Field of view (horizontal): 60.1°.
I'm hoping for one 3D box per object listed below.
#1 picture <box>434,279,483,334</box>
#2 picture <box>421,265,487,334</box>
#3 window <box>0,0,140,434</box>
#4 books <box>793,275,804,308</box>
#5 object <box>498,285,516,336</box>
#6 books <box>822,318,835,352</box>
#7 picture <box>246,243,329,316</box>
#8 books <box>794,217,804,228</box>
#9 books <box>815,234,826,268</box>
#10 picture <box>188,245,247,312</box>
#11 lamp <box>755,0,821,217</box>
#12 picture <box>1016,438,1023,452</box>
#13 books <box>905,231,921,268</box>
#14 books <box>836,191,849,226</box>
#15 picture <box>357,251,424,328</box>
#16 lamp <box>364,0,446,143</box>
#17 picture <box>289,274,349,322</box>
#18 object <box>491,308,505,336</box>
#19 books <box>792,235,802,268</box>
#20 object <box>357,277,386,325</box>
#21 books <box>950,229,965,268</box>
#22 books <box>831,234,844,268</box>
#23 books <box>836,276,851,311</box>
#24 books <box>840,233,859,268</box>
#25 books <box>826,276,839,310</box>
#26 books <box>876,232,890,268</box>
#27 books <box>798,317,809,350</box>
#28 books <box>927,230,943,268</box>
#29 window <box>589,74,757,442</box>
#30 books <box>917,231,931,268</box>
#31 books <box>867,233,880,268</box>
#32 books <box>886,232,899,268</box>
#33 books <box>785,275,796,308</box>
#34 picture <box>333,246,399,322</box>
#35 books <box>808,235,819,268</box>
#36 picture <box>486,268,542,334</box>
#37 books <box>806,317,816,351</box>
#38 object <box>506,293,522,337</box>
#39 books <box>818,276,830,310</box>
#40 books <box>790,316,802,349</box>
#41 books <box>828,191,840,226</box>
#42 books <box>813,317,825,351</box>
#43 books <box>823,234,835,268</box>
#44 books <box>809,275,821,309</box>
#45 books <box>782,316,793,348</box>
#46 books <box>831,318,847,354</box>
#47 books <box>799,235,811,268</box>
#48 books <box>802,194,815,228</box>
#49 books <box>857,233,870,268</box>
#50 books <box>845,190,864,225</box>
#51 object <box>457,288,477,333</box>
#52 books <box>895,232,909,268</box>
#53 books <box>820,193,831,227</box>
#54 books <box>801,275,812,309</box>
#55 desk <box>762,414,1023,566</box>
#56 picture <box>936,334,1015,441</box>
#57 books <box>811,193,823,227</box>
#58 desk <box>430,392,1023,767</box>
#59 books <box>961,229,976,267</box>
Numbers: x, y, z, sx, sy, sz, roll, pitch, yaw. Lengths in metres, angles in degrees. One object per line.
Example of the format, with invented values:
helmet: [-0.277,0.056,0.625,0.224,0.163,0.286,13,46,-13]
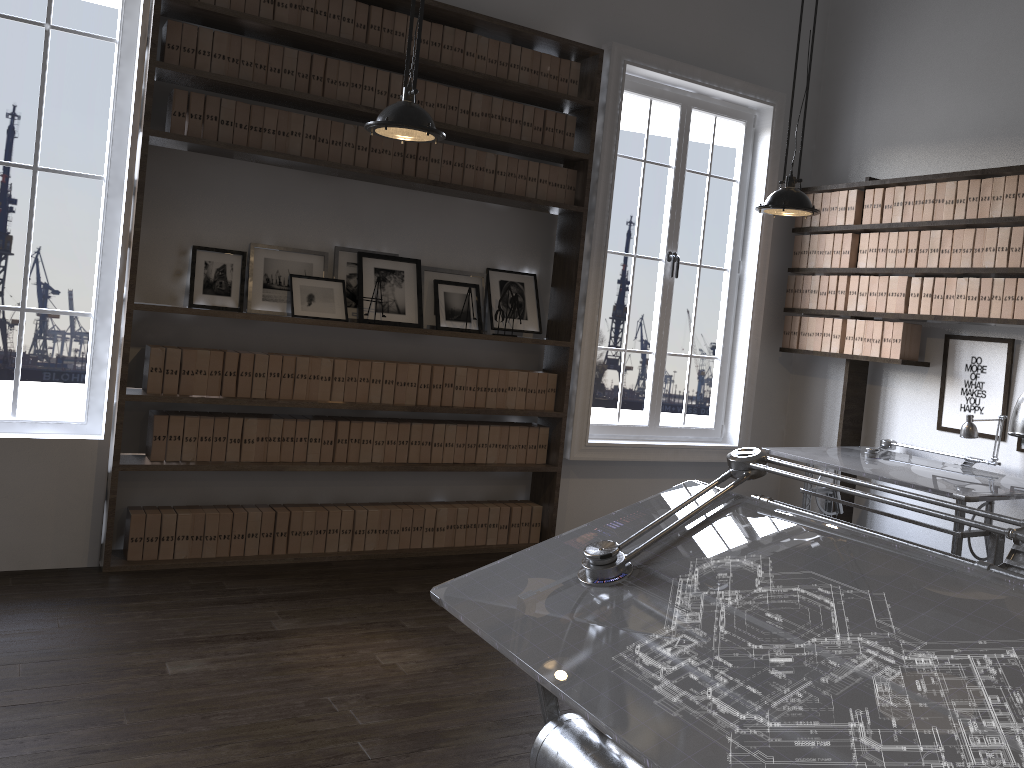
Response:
picture: [-0.311,-0.445,5.112,0.289,0.290,0.127,4,2,-30]
picture: [-0.338,-0.484,5.141,0.433,0.361,0.095,4,2,-30]
window: [-2.474,-0.961,3.919,1.480,2.494,0.153,5,2,-30]
books: [2.013,-0.620,6.043,0.174,0.225,0.067,4,2,-30]
object: [-0.032,-0.425,5.130,0.118,0.304,0.040,5,1,-30]
books: [2.121,-0.312,5.795,0.174,0.225,0.067,4,2,-30]
picture: [-1.177,-0.537,4.662,0.415,0.365,0.083,4,2,-30]
books: [2.034,-1.174,6.079,0.174,0.225,0.067,4,2,-30]
books: [2.116,-0.874,5.900,0.174,0.225,0.067,4,2,-30]
picture: [-1.496,-0.532,4.504,0.266,0.315,0.058,4,2,-30]
lamp: [1.483,-1.972,4.386,0.312,2.250,0.312,7,2,40]
picture: [2.854,0.293,4.769,0.023,0.183,0.252,5,3,-30]
books: [2.449,-0.792,5.301,0.174,0.225,0.067,4,2,-30]
books: [2.209,-1.134,5.772,0.174,0.225,0.067,4,2,-30]
picture: [-0.671,-0.516,4.894,0.373,0.391,0.149,4,2,-30]
lamp: [-0.299,-2.076,3.377,0.312,2.250,0.312,7,2,40]
picture: [-1.019,-0.451,4.671,0.299,0.229,0.145,4,3,-30]
object: [-0.074,-0.355,5.071,0.066,0.165,0.040,5,2,-30]
books: [2.016,-0.897,6.079,0.174,0.225,0.067,4,2,-30]
object: [-0.743,-0.444,4.702,0.174,0.260,0.040,5,2,-30]
books: [2.594,-0.759,5.053,0.174,0.225,0.067,4,2,-30]
books: [2.183,-0.859,5.784,0.174,0.225,0.067,4,2,-30]
books: [2.191,-0.579,5.729,0.174,0.225,0.067,4,2,-30]
books: [2.218,-0.851,5.723,0.174,0.225,0.067,4,2,-30]
books: [2.150,-0.588,5.791,0.174,0.225,0.067,4,2,-30]
books: [2.349,-0.814,5.476,0.174,0.225,0.067,4,2,-30]
books: [2.029,-0.334,5.974,0.174,0.225,0.067,4,2,-30]
books: [2.521,-0.775,5.174,0.174,0.225,0.067,4,2,-30]
window: [1.020,-0.755,5.769,1.242,2.307,0.153,5,2,-30]
books: [2.490,-0.783,5.238,0.174,0.225,0.067,4,2,-30]
books: [2.313,-0.822,5.539,0.174,0.225,0.067,4,2,-30]
books: [2.383,-0.807,5.424,0.174,0.225,0.067,4,2,-30]
books: [1.975,-0.627,6.099,0.174,0.225,0.067,4,2,-30]
picture: [-0.804,-0.535,4.877,0.369,0.405,0.091,4,2,-30]
books: [2.084,-0.881,5.954,0.174,0.225,0.067,4,2,-30]
picture: [0.013,-0.496,5.306,0.342,0.364,0.161,4,2,-30]
books: [2.059,-0.327,5.915,0.174,0.225,0.067,4,2,-30]
object: [0.012,-0.403,5.189,0.110,0.261,0.040,5,2,-30]
books: [2.118,-0.596,5.858,0.174,0.225,0.067,4,2,-30]
books: [1.988,-0.343,6.035,0.174,0.225,0.067,4,2,-30]
books: [2.178,-1.142,5.835,0.174,0.225,0.067,4,2,-30]
books: [2.086,-0.320,5.858,0.174,0.225,0.067,4,2,-30]
books: [2.145,-0.867,5.840,0.174,0.225,0.067,4,2,-30]
books: [2.079,-0.604,5.918,0.174,0.225,0.067,4,2,-30]
books: [1.956,-0.351,6.103,0.174,0.225,0.067,4,2,-30]
books: [2.160,-0.304,5.734,0.174,0.225,0.067,4,2,-30]
books: [2.047,-0.889,6.016,0.174,0.225,0.067,4,2,-30]
books: [2.070,-1.166,6.016,0.174,0.225,0.067,4,2,-30]
books: [2.281,-0.830,5.604,0.174,0.225,0.067,4,2,-30]
books: [2.246,-1.126,5.710,0.174,0.225,0.067,4,2,-30]
object: [-0.249,-0.415,4.999,0.123,0.260,0.040,5,2,-30]
books: [2.417,-0.800,5.368,0.174,0.225,0.067,4,2,-30]
books: [2.146,-1.150,5.896,0.174,0.225,0.067,4,2,-30]
books: [2.048,-0.612,5.982,0.174,0.225,0.067,4,2,-30]
desk: [2.160,0.679,4.756,1.069,1.096,1.273,4,3,-30]
picture: [2.669,0.012,5.113,0.040,0.574,0.416,5,2,-30]
books: [2.108,-1.158,5.955,0.174,0.225,0.067,4,2,-30]
desk: [0.704,0.604,1.787,1.074,1.384,2.288,4,4,-30]
books: [2.622,-0.752,4.991,0.174,0.225,0.067,4,2,-30]
